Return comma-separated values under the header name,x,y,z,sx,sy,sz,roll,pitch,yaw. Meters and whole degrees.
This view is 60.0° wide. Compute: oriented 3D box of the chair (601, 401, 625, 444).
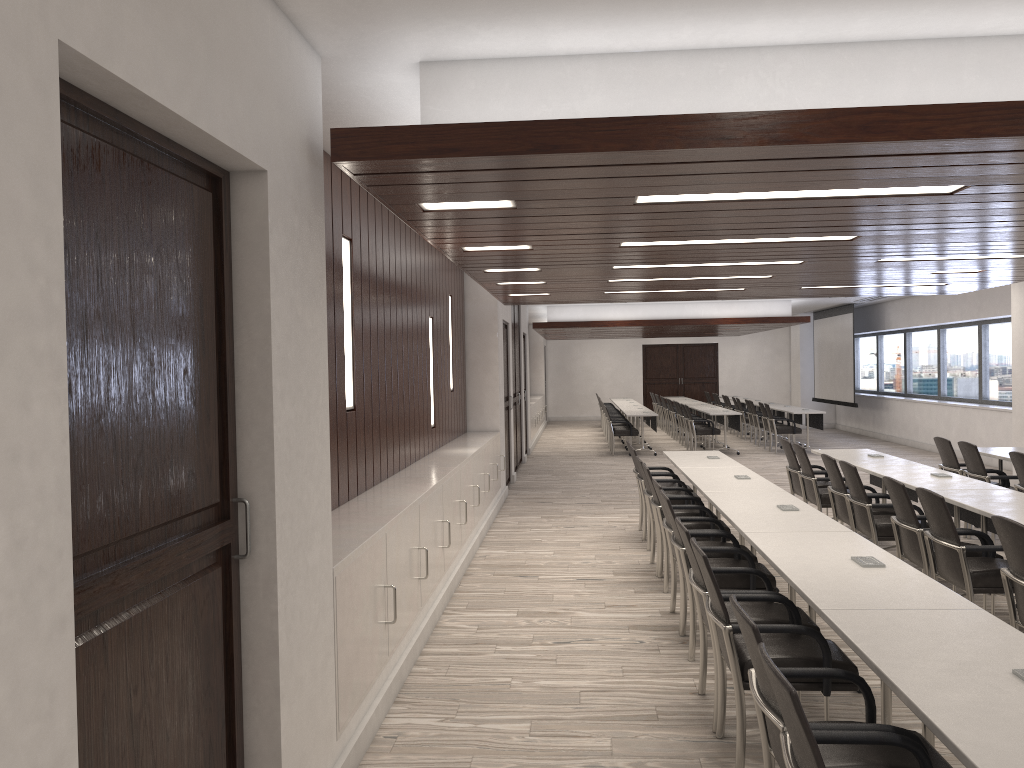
name,x,y,z,sx,sy,sz,roll,pitch,yaw
chair,2.230,0.836,18.905,0.638,0.939,0.513,-1,1,5

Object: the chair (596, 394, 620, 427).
name,x,y,z,sx,sy,sz,roll,pitch,yaw
chair,2.647,0.729,24.437,0.638,0.939,0.513,-1,1,4

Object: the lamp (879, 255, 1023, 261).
name,x,y,z,sx,sy,sz,roll,pitch,yaw
lamp,3.596,-1.003,6.848,1.496,0.045,0.236,-1,1,4

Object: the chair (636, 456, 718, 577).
name,x,y,z,sx,sy,sz,roll,pitch,yaw
chair,1.347,1.060,7.300,0.638,0.939,0.513,-1,1,3

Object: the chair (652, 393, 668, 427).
name,x,y,z,sx,sy,sz,roll,pitch,yaw
chair,4.168,0.702,24.328,0.638,0.939,0.513,-1,1,5

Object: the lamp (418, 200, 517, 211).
name,x,y,z,sx,sy,sz,roll,pitch,yaw
lamp,-0.215,-0.884,4.268,0.464,0.045,0.236,-1,1,4

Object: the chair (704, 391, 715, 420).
name,x,y,z,sx,sy,sz,roll,pitch,yaw
chair,5.690,0.666,24.731,0.638,0.939,0.513,-1,1,5

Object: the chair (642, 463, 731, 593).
name,x,y,z,sx,sy,sz,roll,pitch,yaw
chair,1.322,1.069,6.780,0.638,0.939,0.513,-1,1,5

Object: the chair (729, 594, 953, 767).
name,x,y,z,sx,sy,sz,roll,pitch,yaw
chair,1.018,1.147,2.765,0.638,0.939,0.513,-1,1,4

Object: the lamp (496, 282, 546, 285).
name,x,y,z,sx,sy,sz,roll,pitch,yaw
lamp,0.082,-0.961,8.217,0.464,0.045,0.236,-1,1,4

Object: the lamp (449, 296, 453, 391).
name,x,y,z,sx,sy,sz,roll,pitch,yaw
lamp,-0.733,-0.454,9.862,0.094,1.058,0.236,-1,1,4

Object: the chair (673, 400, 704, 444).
name,x,y,z,sx,sy,sz,roll,pitch,yaw
chair,3.747,0.809,18.775,0.638,0.939,0.513,-1,1,4

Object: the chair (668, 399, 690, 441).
name,x,y,z,sx,sy,sz,roll,pitch,yaw
chair,3.813,0.790,19.774,0.638,0.939,0.513,-1,1,5

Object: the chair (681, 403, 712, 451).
name,x,y,z,sx,sy,sz,roll,pitch,yaw
chair,3.618,0.838,17.271,0.638,0.939,0.513,-1,1,4

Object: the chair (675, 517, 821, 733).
name,x,y,z,sx,sy,sz,roll,pitch,yaw
chair,1.119,1.118,4.276,0.638,0.939,0.513,-1,1,4

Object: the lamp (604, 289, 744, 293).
name,x,y,z,sx,sy,sz,roll,pitch,yaw
lamp,1.723,-1.013,9.416,1.496,0.045,0.236,-1,1,4

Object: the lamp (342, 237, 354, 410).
name,x,y,z,sx,sy,sz,roll,pitch,yaw
lamp,-1.063,-0.369,5.475,0.094,1.058,0.236,-1,1,4

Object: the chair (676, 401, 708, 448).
name,x,y,z,sx,sy,sz,roll,pitch,yaw
chair,3.707,0.819,18.257,0.638,0.939,0.513,-1,1,3

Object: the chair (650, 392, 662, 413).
name,x,y,z,sx,sy,sz,roll,pitch,yaw
chair,4.190,0.692,24.846,0.638,0.939,0.513,-1,1,3

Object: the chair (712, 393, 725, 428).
name,x,y,z,sx,sy,sz,roll,pitch,yaw
chair,5.571,0.695,23.225,0.638,0.939,0.513,-1,1,4

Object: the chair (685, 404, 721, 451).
name,x,y,z,sx,sy,sz,roll,pitch,yaw
chair,3.590,0.848,16.738,0.638,0.939,0.513,-1,1,4

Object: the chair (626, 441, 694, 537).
name,x,y,z,sx,sy,sz,roll,pitch,yaw
chair,1.466,1.030,8.827,0.638,0.939,0.513,-1,1,4

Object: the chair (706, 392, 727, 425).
name,x,y,z,sx,sy,sz,roll,pitch,yaw
chair,5.642,0.676,24.212,0.638,0.939,0.513,-1,1,5

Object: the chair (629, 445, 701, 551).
name,x,y,z,sx,sy,sz,roll,pitch,yaw
chair,1.427,1.040,8.298,0.638,0.939,0.513,-1,1,4

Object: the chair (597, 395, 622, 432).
name,x,y,z,sx,sy,sz,roll,pitch,yaw
chair,2.525,0.759,22.922,0.638,0.939,0.513,-1,1,4

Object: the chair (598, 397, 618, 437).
name,x,y,z,sx,sy,sz,roll,pitch,yaw
chair,2.406,0.788,21.403,0.638,0.939,0.513,-1,1,5

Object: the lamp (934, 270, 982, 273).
name,x,y,z,sx,sy,sz,roll,pitch,yaw
lamp,3.980,-1.030,7.922,0.421,0.046,0.236,-1,1,4

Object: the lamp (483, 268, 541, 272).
name,x,y,z,sx,sy,sz,roll,pitch,yaw
lamp,0.000,-0.939,7.120,0.464,0.045,0.236,-1,1,4

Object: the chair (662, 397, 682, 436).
name,x,y,z,sx,sy,sz,roll,pitch,yaw
chair,3.923,0.761,21.295,0.638,0.939,0.513,-1,1,4

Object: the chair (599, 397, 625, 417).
name,x,y,z,sx,sy,sz,roll,pitch,yaw
chair,2.462,0.777,21.925,0.638,0.939,0.513,-1,1,3

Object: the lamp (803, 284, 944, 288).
name,x,y,z,sx,sy,sz,roll,pitch,yaw
lamp,3.777,-1.050,9.261,1.496,0.045,0.236,-1,1,4

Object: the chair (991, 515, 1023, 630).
name,x,y,z,sx,sy,sz,roll,pitch,yaw
chair,2.639,1.091,4.152,0.638,0.939,0.513,-1,1,4

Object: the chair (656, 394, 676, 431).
name,x,y,z,sx,sy,sz,roll,pitch,yaw
chair,4.043,0.731,22.814,0.638,0.939,0.513,-1,1,4

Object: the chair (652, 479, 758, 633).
name,x,y,z,sx,sy,sz,roll,pitch,yaw
chair,1.246,1.089,5.788,0.638,0.939,0.513,-1,1,3

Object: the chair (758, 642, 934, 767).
name,x,y,z,sx,sy,sz,roll,pitch,yaw
chair,0.967,1.157,2.243,0.638,0.939,0.513,-1,1,4

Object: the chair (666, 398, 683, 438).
name,x,y,z,sx,sy,sz,roll,pitch,yaw
chair,3.848,0.780,20.290,0.638,0.939,0.513,-1,1,5

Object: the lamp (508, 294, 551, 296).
name,x,y,z,sx,sy,sz,roll,pitch,yaw
lamp,0.182,-0.986,9.533,0.464,0.045,0.236,-1,1,4

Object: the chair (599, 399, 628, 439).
name,x,y,z,sx,sy,sz,roll,pitch,yaw
chair,2.340,0.807,20.398,0.638,0.939,0.513,-1,1,4

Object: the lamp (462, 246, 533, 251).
name,x,y,z,sx,sy,sz,roll,pitch,yaw
lamp,-0.099,-0.914,5.804,0.464,0.045,0.236,-1,1,4

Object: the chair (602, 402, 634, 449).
name,x,y,z,sx,sy,sz,roll,pitch,yaw
chair,2.189,0.846,18.373,0.638,0.939,0.513,-1,1,4

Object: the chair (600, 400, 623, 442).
name,x,y,z,sx,sy,sz,roll,pitch,yaw
chair,2.294,0.817,19.881,0.638,0.939,0.513,-1,1,5

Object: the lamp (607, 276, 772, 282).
name,x,y,z,sx,sy,sz,roll,pitch,yaw
lamp,1.624,-0.988,8.100,1.496,0.045,0.236,-1,1,4

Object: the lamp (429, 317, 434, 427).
name,x,y,z,sx,sy,sz,roll,pitch,yaw
lamp,-0.826,-0.110,8.551,0.094,1.058,0.236,-1,1,4

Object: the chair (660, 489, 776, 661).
name,x,y,z,sx,sy,sz,roll,pitch,yaw
chair,1.206,1.099,5.259,0.638,0.939,0.513,-1,1,5

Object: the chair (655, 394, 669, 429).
name,x,y,z,sx,sy,sz,roll,pitch,yaw
chair,4.089,0.721,23.331,0.638,0.939,0.513,-1,1,5

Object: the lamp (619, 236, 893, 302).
name,x,y,z,sx,sy,sz,roll,pitch,yaw
lamp,4.505,-1.361,11.694,1.469,0.552,14.295,-1,1,27

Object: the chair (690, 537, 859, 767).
name,x,y,z,sx,sy,sz,roll,pitch,yaw
chair,1.086,1.128,3.743,0.638,0.939,0.513,-1,1,4

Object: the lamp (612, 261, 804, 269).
name,x,y,z,sx,sy,sz,roll,pitch,yaw
lamp,1.541,-0.967,7.003,1.496,0.045,0.236,-1,1,4

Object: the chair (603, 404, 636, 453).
name,x,y,z,sx,sy,sz,roll,pitch,yaw
chair,2.112,0.865,17.373,0.638,0.939,0.513,-1,1,4

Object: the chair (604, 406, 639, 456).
name,x,y,z,sx,sy,sz,roll,pitch,yaw
chair,2.082,0.875,16.852,0.638,0.939,0.513,-1,1,5

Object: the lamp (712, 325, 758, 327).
name,x,y,z,sx,sy,sz,roll,pitch,yaw
lamp,4.463,-1.225,18.370,1.496,0.045,0.236,-1,1,4

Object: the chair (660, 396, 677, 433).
name,x,y,z,sx,sy,sz,roll,pitch,yaw
chair,3.972,0.751,21.816,0.638,0.939,0.513,-1,1,4

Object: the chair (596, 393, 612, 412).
name,x,y,z,sx,sy,sz,roll,pitch,yaw
chair,2.683,0.719,24.959,0.638,0.939,0.513,-1,1,5

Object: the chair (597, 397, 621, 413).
name,x,y,z,sx,sy,sz,roll,pitch,yaw
chair,2.564,0.748,23.446,0.638,0.939,0.513,-1,1,5
